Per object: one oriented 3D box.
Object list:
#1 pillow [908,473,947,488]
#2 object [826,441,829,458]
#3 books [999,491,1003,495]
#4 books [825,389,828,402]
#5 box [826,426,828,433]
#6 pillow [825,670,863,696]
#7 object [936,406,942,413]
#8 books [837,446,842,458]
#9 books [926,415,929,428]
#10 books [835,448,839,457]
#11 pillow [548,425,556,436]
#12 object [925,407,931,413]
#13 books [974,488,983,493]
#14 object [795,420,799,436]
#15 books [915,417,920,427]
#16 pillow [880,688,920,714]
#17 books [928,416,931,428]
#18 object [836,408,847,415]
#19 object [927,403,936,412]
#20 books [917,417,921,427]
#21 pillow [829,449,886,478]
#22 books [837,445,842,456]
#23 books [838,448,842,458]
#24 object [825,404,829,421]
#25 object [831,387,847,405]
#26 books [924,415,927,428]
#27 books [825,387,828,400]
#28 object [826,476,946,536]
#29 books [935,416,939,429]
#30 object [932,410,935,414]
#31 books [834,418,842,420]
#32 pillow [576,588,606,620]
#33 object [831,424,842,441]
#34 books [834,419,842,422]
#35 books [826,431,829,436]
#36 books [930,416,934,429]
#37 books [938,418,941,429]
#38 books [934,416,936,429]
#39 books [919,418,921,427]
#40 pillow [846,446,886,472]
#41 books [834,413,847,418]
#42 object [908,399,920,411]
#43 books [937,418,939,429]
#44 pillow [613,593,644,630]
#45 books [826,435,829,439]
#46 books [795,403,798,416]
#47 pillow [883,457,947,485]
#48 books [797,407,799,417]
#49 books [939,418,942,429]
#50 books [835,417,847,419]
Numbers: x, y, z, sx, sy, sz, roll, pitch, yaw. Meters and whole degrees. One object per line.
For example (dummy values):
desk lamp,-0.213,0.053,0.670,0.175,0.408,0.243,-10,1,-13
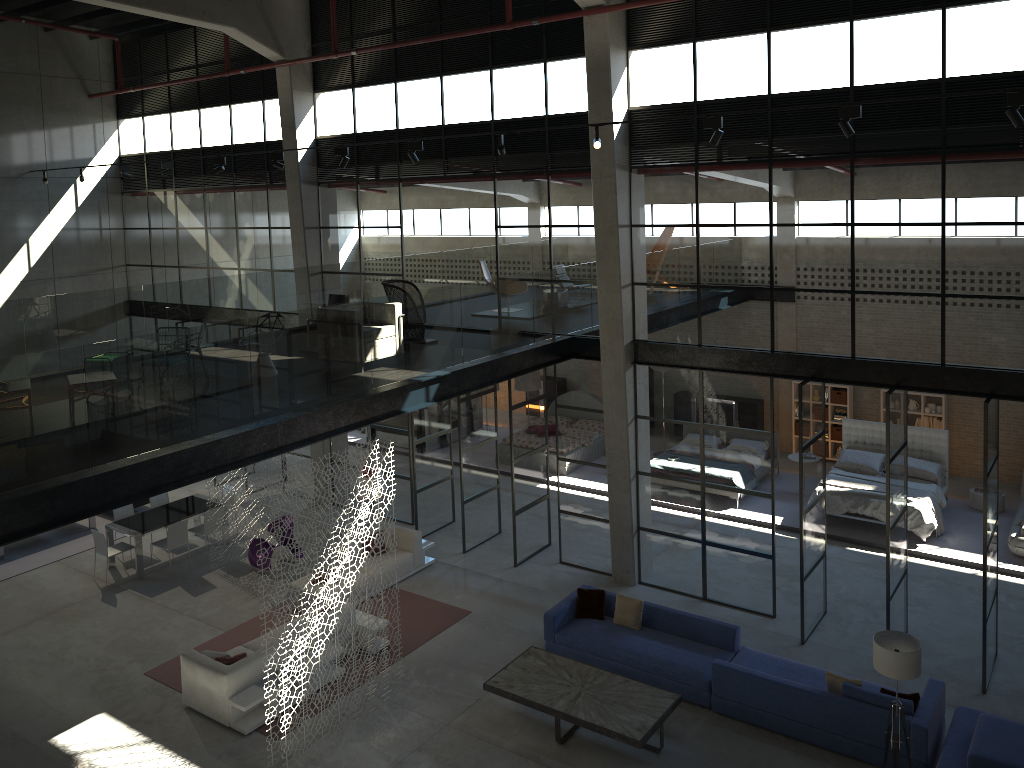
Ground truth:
pillow,7.493,1.622,16.260,0.963,0.326,0.726,6,14,36
object,6.914,1.436,19.546,0.325,0.294,0.328,4,11,35
books,8.810,1.993,16.049,0.229,0.046,0.304,8,16,40
books,7.005,0.220,19.406,0.087,0.316,0.256,1,8,35
box,6.926,1.001,19.560,0.214,0.107,0.133,6,12,35
pillow,3.681,3.386,9.698,0.403,0.377,0.209,4,9,36
object,8.847,0.524,18.133,0.143,0.136,0.143,-8,10,-36
books,7.245,1.487,19.374,0.081,0.239,0.218,2,8,35
books,8.664,0.818,18.233,0.059,0.330,0.256,1,8,35
books,7.215,1.500,19.419,0.077,0.197,0.150,2,8,35
pillow,0.711,1.042,19.975,0.876,0.209,0.643,1,12,14
object,8.595,0.541,18.147,0.116,0.111,0.117,5,11,38
books,8.638,1.969,16.234,0.135,0.020,0.195,7,15,35
object,6.579,0.992,19.746,0.325,0.294,0.328,4,11,35
books,8.454,0.833,18.324,0.089,0.273,0.189,2,7,35
pillow,4.151,3.436,9.415,0.398,0.367,0.263,0,7,14
books,8.707,0.818,18.224,0.065,0.330,0.256,1,8,35
object,7.243,0.605,19.260,0.261,0.132,0.059,6,9,35
object,8.711,0.491,18.229,0.174,0.167,0.177,-1,8,3
books,8.488,0.841,18.306,0.061,0.262,0.189,1,7,35
pillow,6.626,1.499,16.655,1.031,0.369,0.674,7,14,38
books,7.238,1.483,19.400,0.081,0.239,0.158,2,7,35
books,7.250,1.513,19.355,0.071,0.195,0.218,2,9,35
object,6.893,0.622,19.484,0.325,0.294,0.328,4,11,35
object,7.205,0.264,19.225,0.325,0.294,0.328,4,11,35
books,8.626,0.814,18.260,0.069,0.331,0.256,1,8,35
books,6.977,0.217,19.425,0.087,0.316,0.256,1,8,35
object,6.434,2.118,15.599,2.291,0.650,0.660,7,12,38
books,8.784,0.835,18.148,0.036,0.328,0.256,1,8,35
object,8.686,0.577,18.084,0.065,0.063,0.066,-3,8,-7
books,7.235,0.749,19.275,0.252,0.025,0.211,7,15,35
pillow,1.076,2.988,11.941,0.398,0.367,0.263,0,7,14
object,7.223,1.066,19.288,0.325,0.294,0.328,4,11,35
books,7.236,0.771,19.275,0.257,0.070,0.216,6,14,35
books,6.918,1.086,19.548,0.283,0.054,0.233,7,14,35
books,8.722,0.821,18.191,0.055,0.337,0.256,1,8,35
books,8.826,0.859,18.120,0.027,0.285,0.256,1,8,35
books,8.760,0.836,18.165,0.020,0.316,0.256,1,8,35
books,8.521,0.839,18.286,0.052,0.274,0.189,1,7,35
pillow,6.880,1.447,16.848,1.057,0.318,0.496,6,13,35
books,7.233,0.693,19.269,0.257,0.046,0.216,7,15,35
object,8.397,0.438,18.343,0.166,0.248,0.168,-3,7,-9
books,8.816,0.856,18.149,0.020,0.278,0.256,1,8,35
pillow,1.545,3.030,11.658,0.403,0.377,0.209,4,9,36
books,6.919,1.141,19.552,0.310,0.054,0.233,7,15,35
books,6.429,0.585,19.820,0.019,0.258,0.177,1,7,35
pillow,7.442,1.542,16.195,0.983,0.288,0.701,7,14,37
books,6.473,0.612,19.791,0.030,0.213,0.177,1,8,35
books,8.841,0.870,18.099,0.022,0.271,0.256,1,8,35
books,7.235,0.728,19.268,0.250,0.019,0.218,7,15,35
